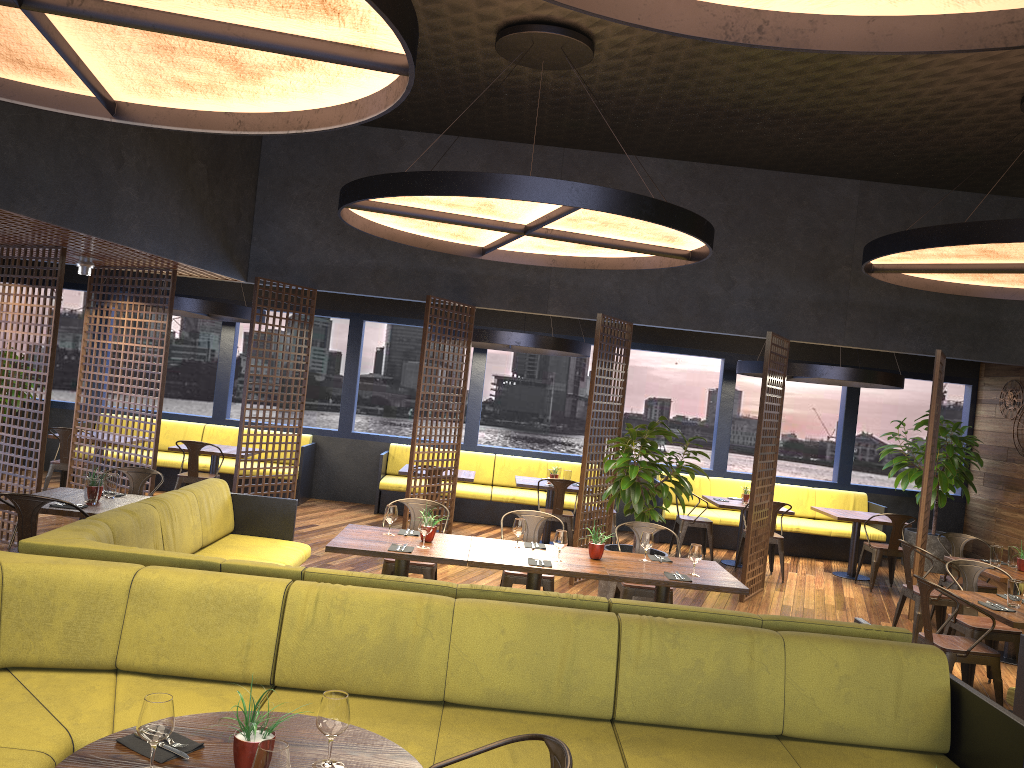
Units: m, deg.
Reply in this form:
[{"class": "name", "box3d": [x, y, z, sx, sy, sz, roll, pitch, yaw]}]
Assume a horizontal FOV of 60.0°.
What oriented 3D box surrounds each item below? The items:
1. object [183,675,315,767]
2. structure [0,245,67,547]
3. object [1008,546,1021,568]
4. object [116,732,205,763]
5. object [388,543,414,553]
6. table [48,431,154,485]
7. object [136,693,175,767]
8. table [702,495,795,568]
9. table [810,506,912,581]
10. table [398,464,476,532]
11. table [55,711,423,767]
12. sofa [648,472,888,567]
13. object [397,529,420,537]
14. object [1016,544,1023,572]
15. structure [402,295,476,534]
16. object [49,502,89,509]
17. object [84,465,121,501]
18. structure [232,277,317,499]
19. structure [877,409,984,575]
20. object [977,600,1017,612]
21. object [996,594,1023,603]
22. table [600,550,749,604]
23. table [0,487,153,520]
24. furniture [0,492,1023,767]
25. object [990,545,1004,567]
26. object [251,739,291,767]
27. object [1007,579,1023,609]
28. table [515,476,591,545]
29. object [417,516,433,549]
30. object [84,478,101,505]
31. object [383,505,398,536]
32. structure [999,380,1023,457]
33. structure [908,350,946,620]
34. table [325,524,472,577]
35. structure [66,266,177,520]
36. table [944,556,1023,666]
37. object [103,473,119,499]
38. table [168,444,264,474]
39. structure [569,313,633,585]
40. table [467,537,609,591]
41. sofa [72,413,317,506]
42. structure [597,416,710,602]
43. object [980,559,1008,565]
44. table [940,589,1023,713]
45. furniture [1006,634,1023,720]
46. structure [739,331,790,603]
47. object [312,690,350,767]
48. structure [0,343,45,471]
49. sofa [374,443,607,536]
[{"class": "object", "box3d": [-0.712, 0.932, 2.426, 0.238, 0.271, 0.260, 6, 0, 21]}, {"class": "structure", "box3d": [-4.683, 0.071, 8.183, 1.319, 2.700, 0.050, 6, 0, 29]}, {"class": "object", "box3d": [4.450, 1.534, 7.866, 0.102, 0.178, 0.102, 6, 0, 35]}, {"class": "object", "box3d": [-0.994, 1.032, 2.544, 0.255, 0.019, 0.157, 6, 0, 31]}, {"class": "object", "box3d": [-0.722, 1.068, 5.800, 0.157, 0.019, 0.255, 6, 0, 0]}, {"class": "table", "box3d": [-5.013, 1.015, 10.788, 0.887, 0.763, 0.906, 6, 0, -1]}, {"class": "object", "box3d": [-0.956, 0.942, 2.373, 0.097, 0.206, 0.097, 6, 0, 41]}, {"class": "table", "box3d": [2.844, 1.845, 10.901, 0.906, 0.763, 0.887, 6, 0, -1]}, {"class": "table", "box3d": [4.235, 1.992, 10.917, 0.887, 0.763, 0.906, 6, 0, -1]}, {"class": "table", "box3d": [-0.936, 1.446, 10.845, 0.887, 0.763, 0.906, 6, 0, -1]}, {"class": "table", "box3d": [-0.756, 1.448, 2.384, 1.007, 0.760, 1.007, 6, 0, 37]}, {"class": "sofa", "box3d": [3.490, 1.840, 12.220, 3.061, 0.914, 0.966, 6, 0, -1]}, {"class": "object", "box3d": [-0.737, 1.067, 6.365, 0.157, 0.019, 0.255, 6, 0, 0]}, {"class": "object", "box3d": [4.429, 1.485, 7.671, 0.238, 0.271, 0.260, 6, 0, 21]}, {"class": "structure", "box3d": [-0.758, 0.488, 9.129, 0.050, 2.700, 0.852, 6, 0, 29]}, {"class": "object", "box3d": [-3.033, 0.821, 6.028, 0.255, 0.019, 0.157, 6, 0, -1]}, {"class": "object", "box3d": [-2.972, 0.701, 6.334, 0.260, 0.271, 0.238, 6, 0, 1]}, {"class": "structure", "box3d": [-2.449, 0.309, 9.105, 0.050, 2.700, 0.852, 6, 0, 29]}, {"class": "structure", "box3d": [5.738, 1.439, 12.091, 1.493, 2.184, 1.272, 6, 0, -1]}, {"class": "object", "box3d": [3.234, 1.482, 5.939, 0.157, 0.019, 0.255, 6, 0, -1]}, {"class": "object", "box3d": [3.565, 1.518, 6.268, 0.157, 0.019, 0.255, 6, 0, -1]}, {"class": "table", "box3d": [1.021, 1.643, 6.103, 0.906, 0.763, 0.887, 6, 0, -1]}, {"class": "table", "box3d": [-3.042, 1.215, 6.342, 0.887, 0.763, 0.906, 6, 0, -1]}, {"class": "furniture", "box3d": [-0.386, 1.413, 3.271, 4.895, 0.914, 7.462, 6, 0, -6]}, {"class": "object", "box3d": [4.249, 1.513, 7.785, 0.102, 0.178, 0.102, 6, 0, -15]}, {"class": "object", "box3d": [-0.590, 0.980, 2.155, 0.097, 0.206, 0.097, 6, 0, 24]}, {"class": "object", "box3d": [3.399, 1.420, 5.993, 0.102, 0.178, 0.102, 6, 0, -15]}, {"class": "table", "box3d": [0.457, 1.593, 10.868, 0.906, 0.763, 0.887, 6, 0, -1]}, {"class": "object", "box3d": [-0.582, 0.988, 5.915, 0.097, 0.206, 0.097, 6, 0, 45]}, {"class": "object", "box3d": [-2.934, 0.751, 6.188, 0.102, 0.178, 0.102, 6, 0, 5]}, {"class": "object", "box3d": [-0.857, 0.960, 6.250, 0.097, 0.206, 0.097, 6, 0, 45]}, {"class": "structure", "box3d": [6.662, 0.369, 11.261, 0.058, 1.178, 1.791, 6, 0, -1]}, {"class": "structure", "box3d": [4.313, 1.023, 9.200, 0.050, 2.700, 0.852, 6, 0, 29]}, {"class": "table", "box3d": [-0.779, 1.453, 6.073, 0.906, 0.763, 0.887, 6, 0, -1]}, {"class": "structure", "box3d": [-4.099, 0.135, 9.234, 1.319, 2.700, 0.050, 6, 0, 29]}, {"class": "table", "box3d": [4.369, 2.000, 7.682, 0.887, 0.763, 0.906, 6, 0, -1]}, {"class": "object", "box3d": [-2.948, 0.750, 6.509, 0.102, 0.178, 0.102, 6, 0, 15]}, {"class": "table", "box3d": [-3.621, 1.162, 10.807, 0.887, 0.763, 0.906, 6, 0, -1]}, {"class": "structure", "box3d": [0.932, 0.666, 9.153, 0.050, 2.700, 0.852, 6, 0, 29]}, {"class": "table", "box3d": [0.122, 1.548, 6.085, 0.906, 0.763, 0.887, 6, 0, -1]}, {"class": "sofa", "box3d": [-4.329, 1.014, 12.111, 3.061, 0.914, 0.966, 6, 0, -1]}, {"class": "structure", "box3d": [1.245, 1.170, 8.506, 1.166, 1.763, 0.993, 6, 0, -30]}, {"class": "object", "box3d": [4.389, 1.608, 8.023, 0.255, 0.019, 0.157, 6, 0, -1]}, {"class": "table", "box3d": [3.518, 1.907, 5.981, 0.887, 0.763, 0.906, 6, 0, -1]}, {"class": "furniture", "box3d": [4.509, 1.936, 6.632, 3.378, 0.916, 4.755, 6, 0, -1]}, {"class": "structure", "box3d": [2.622, 0.845, 9.176, 0.050, 2.700, 0.852, 6, 0, 29]}, {"class": "object", "box3d": [-0.514, 0.989, 2.532, 0.097, 0.206, 0.097, 6, 0, 38]}, {"class": "structure", "box3d": [-6.998, 0.307, 11.996, 1.166, 1.763, 0.993, 6, 0, -30]}, {"class": "sofa", "box3d": [-0.278, 1.442, 12.168, 3.061, 0.914, 0.966, 6, 0, -1]}]
